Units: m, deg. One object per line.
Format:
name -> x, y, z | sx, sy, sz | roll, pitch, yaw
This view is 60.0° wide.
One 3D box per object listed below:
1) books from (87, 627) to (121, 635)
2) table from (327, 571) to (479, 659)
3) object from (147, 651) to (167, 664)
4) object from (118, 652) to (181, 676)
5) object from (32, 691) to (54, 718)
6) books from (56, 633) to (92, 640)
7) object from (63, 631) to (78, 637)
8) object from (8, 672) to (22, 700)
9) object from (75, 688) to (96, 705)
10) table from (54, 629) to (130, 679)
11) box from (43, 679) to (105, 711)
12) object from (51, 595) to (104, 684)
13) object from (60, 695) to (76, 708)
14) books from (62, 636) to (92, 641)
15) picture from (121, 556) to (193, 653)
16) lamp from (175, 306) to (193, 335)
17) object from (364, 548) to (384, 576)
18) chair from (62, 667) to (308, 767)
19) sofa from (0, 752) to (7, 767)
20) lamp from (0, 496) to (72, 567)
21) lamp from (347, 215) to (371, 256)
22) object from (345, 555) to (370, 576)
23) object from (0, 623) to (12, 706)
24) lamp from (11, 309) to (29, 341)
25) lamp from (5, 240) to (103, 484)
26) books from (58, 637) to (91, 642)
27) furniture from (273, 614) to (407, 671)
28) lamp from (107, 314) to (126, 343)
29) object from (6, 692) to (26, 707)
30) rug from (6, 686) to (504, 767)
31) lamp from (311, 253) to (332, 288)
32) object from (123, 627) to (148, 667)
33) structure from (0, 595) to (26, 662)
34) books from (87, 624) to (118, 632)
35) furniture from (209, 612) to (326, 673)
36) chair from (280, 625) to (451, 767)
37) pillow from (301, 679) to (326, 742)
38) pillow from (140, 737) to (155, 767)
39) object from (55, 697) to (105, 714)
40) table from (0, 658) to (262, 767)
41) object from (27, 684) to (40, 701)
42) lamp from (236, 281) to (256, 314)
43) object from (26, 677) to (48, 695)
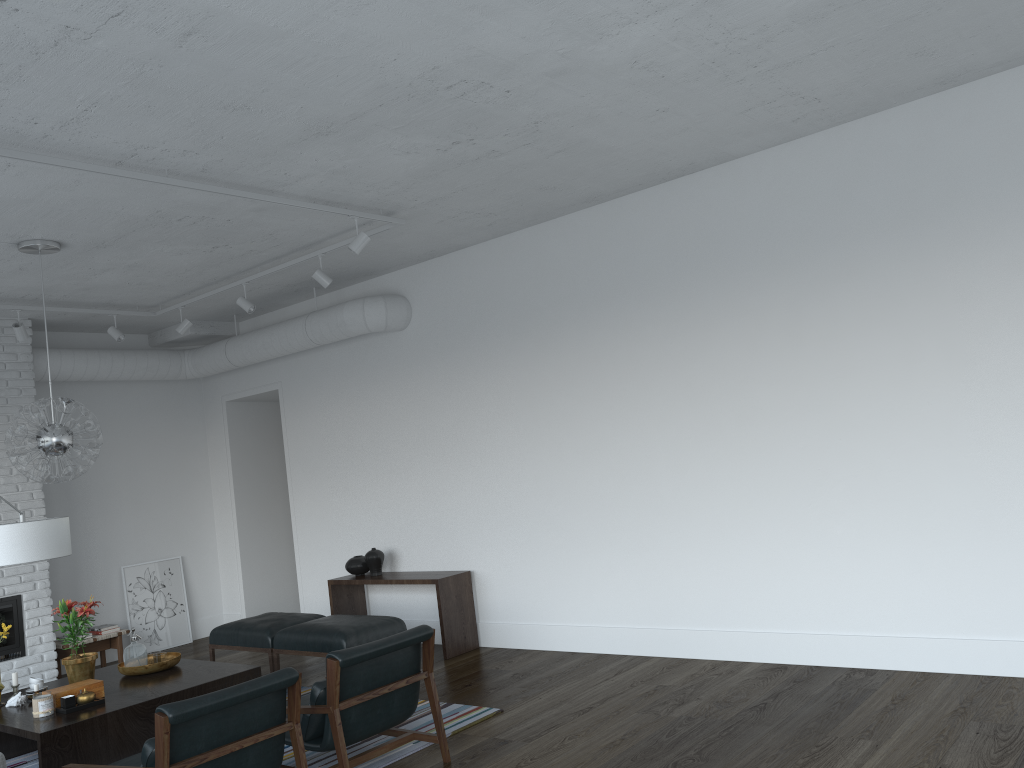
books -> -3.778, 2.284, 8.207 | 0.267, 0.032, 0.185 | -10, -6, 37
table -> -0.939, 1.920, 7.451 | 1.362, 0.617, 0.375 | -11, -6, 39
object -> -2.331, 1.814, 5.828 | 0.085, 0.089, 0.195 | -3, -6, -41
object -> -2.354, 1.826, 5.768 | 0.383, 0.068, 0.383 | -6, -5, -8
object -> -2.566, 1.756, 4.862 | 0.117, 0.116, 0.106 | -9, -5, 19
books -> -3.944, 2.272, 7.987 | 0.280, 0.019, 0.202 | -10, -6, 37
object -> -3.964, 2.247, 7.981 | 0.093, 0.038, 0.134 | -7, -5, 6
object -> -2.986, 1.816, 5.334 | 0.098, 0.174, 0.098 | -10, -5, 33
object -> -2.387, 1.743, 4.963 | 0.103, 0.077, 0.103 | -8, -5, 11
table -> -3.843, 2.469, 8.064 | 0.405, 0.345, 0.605 | -11, -6, 39
box -> -2.509, 1.777, 5.078 | 0.169, 0.093, 0.294 | -11, -6, 39
object -> -2.719, 1.608, 5.555 | 0.275, 0.558, 0.284 | -7, -5, 1
object -> -2.456, 1.758, 4.908 | 0.058, 0.055, 0.058 | -11, -6, 39
books -> -3.933, 2.285, 7.980 | 0.306, 0.011, 0.171 | -11, -6, 38
picture -> -3.566, 2.225, 8.918 | 0.093, 0.884, 0.637 | -11, -6, 39
lamp -> -2.885, -0.567, 7.780 | 0.154, 0.285, 0.104 | -6, -5, -11
object -> -1.187, 1.539, 7.686 | 0.171, 0.236, 0.171 | -11, -6, 44
chair -> -1.460, 1.661, 3.941 | 0.983, 0.698, 0.678 | -11, -6, 39
sofa -> -3.371, 1.915, 4.125 | 2.541, 0.684, 0.991 | -11, -6, 39
lamp -> -2.222, 1.207, 3.721 | 0.432, 1.738, 2.162 | -6, -5, -17
lamp -> -0.988, -0.967, 5.690 | 0.154, 0.285, 0.088 | -7, -5, -6
object -> -1.352, 1.605, 7.839 | 0.245, 0.168, 0.245 | -10, -5, 31
object -> -3.033, 1.667, 5.280 | 0.121, 0.470, 0.120 | -4, -6, -35
lamp -> -3.962, -0.488, 7.125 | 0.097, 0.285, 0.154 | -6, -5, -11
lamp -> -2.972, -0.137, 5.688 | 0.552, 1.546, 0.552 | -9, -5, 26
books -> -3.938, 2.297, 7.988 | 0.273, 0.011, 0.172 | -11, -6, 38
furniture -> -1.237, 1.946, 6.430 | 0.827, 0.476, 0.583 | -11, -6, 39
lamp -> -3.458, -0.500, 7.736 | 0.154, 0.285, 0.093 | -8, -5, 17
object -> -2.907, 1.850, 5.198 | 0.124, 0.078, 0.069 | -9, -5, 21
rug -> -2.350, 2.236, 5.412 | 3.760, 0.012, 2.735 | -11, -6, 39
lamp -> -1.407, -0.846, 6.549 | 0.154, 0.285, 0.100 | -5, -5, -28
object -> -2.441, 1.722, 5.742 | 0.143, 0.288, 0.143 | -8, -5, 11
structure -> -4.700, 2.111, 7.205 | 0.675, 0.578, 1.168 | -11, -6, 39
books -> -3.788, 2.258, 8.213 | 0.238, 0.025, 0.173 | -10, -6, 37
furniture -> -1.888, 2.068, 6.966 | 0.828, 0.478, 0.584 | -11, -6, 39
chair -> -0.927, 1.649, 4.593 | 0.983, 0.698, 0.678 | -11, -6, 39
pillow -> -0.787, 1.574, 4.469 | 0.246, 0.293, 0.612 | -11, -6, 39
pillow -> -1.320, 1.586, 3.817 | 0.246, 0.293, 0.612 | -11, -6, 39
object -> -2.402, 1.788, 4.935 | 0.130, 0.023, 0.214 | -11, -6, 39
table -> -2.460, 2.042, 5.379 | 1.362, 0.394, 1.306 | -11, -6, 39
object -> -2.828, 1.831, 5.276 | 0.102, 0.098, 0.102 | -6, -5, -12
lamp -> -2.158, -0.705, 7.169 | 0.154, 0.285, 0.094 | -8, -5, 12
object -> -2.905, 1.843, 5.420 | 0.121, 0.113, 0.124 | -4, -5, -31
